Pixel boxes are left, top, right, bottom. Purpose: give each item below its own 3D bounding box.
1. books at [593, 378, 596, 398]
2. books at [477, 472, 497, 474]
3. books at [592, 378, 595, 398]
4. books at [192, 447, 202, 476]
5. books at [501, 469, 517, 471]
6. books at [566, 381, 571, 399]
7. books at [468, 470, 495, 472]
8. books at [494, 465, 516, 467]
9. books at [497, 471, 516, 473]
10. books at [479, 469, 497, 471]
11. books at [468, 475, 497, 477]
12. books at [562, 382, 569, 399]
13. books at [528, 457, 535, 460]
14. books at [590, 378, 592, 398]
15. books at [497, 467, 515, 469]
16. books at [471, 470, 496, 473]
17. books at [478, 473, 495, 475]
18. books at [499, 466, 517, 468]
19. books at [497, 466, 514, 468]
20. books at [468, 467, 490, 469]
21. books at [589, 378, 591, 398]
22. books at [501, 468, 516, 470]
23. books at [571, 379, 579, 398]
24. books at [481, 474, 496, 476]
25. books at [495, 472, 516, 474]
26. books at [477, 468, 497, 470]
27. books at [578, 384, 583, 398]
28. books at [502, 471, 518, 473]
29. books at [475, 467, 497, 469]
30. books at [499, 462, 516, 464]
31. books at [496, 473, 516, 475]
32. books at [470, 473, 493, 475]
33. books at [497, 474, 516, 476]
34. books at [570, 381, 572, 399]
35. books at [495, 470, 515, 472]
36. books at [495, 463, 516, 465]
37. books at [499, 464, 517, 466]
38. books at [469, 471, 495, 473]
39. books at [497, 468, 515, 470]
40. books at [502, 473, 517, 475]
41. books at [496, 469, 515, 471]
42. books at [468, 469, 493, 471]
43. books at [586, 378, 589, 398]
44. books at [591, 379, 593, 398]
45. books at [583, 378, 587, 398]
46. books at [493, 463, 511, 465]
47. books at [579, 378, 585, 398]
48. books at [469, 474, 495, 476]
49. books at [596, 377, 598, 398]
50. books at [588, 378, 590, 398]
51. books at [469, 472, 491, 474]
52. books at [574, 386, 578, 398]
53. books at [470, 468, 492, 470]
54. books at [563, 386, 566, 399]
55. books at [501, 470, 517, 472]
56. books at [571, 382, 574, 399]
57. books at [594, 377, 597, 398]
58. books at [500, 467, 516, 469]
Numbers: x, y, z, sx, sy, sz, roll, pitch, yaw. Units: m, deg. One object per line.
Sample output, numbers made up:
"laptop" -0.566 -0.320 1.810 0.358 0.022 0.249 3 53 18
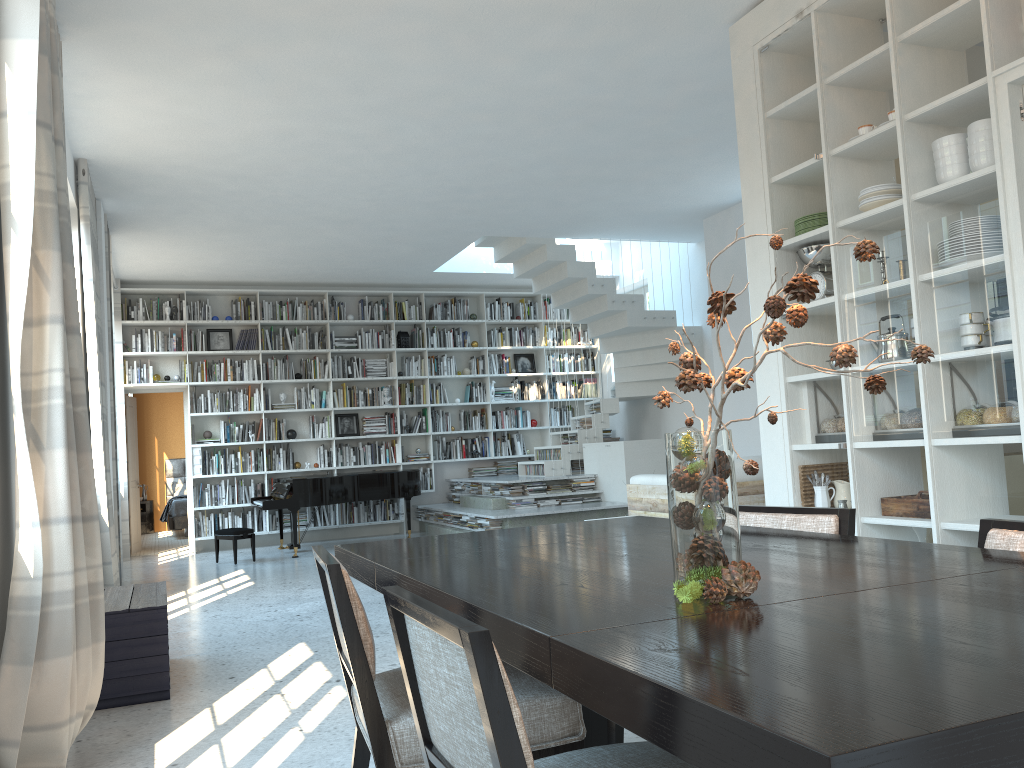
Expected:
"books" 1.138 0.062 12.621 0.018 0.293 0.169 -2 -4 -22
"books" -0.399 1.200 11.927 0.345 0.007 0.193 -2 -5 -24
"books" 1.123 0.062 12.610 0.018 0.293 0.169 -2 -4 -22
"books" -3.760 0.923 10.564 0.106 0.340 0.307 -2 -4 -22
"books" -0.087 1.172 12.048 0.254 0.007 0.161 -1 -5 -26
"books" 0.769 0.092 12.482 0.029 0.259 0.171 -2 -4 -22
"books" -0.397 1.169 11.927 0.345 0.007 0.193 -2 -5 -25
"books" -0.095 1.115 12.057 0.254 0.005 0.161 -2 -5 -23
"books" -0.084 1.193 12.045 0.285 0.007 0.159 -2 -4 -17
"books" -0.398 1.162 11.931 0.345 0.007 0.193 -2 -4 -20
"books" -0.396 1.237 11.919 0.345 0.007 0.193 -2 -4 -18
"books" 0.749 0.097 12.462 0.022 0.247 0.181 -2 -4 -22
"books" 0.370 1.020 12.206 0.204 0.035 0.267 -2 -4 -21
"books" 1.089 0.063 12.597 0.018 0.293 0.169 -2 -4 -22
"books" -0.091 1.139 12.057 0.285 0.007 0.159 -2 -4 -21
"books" -0.395 1.176 11.922 0.308 0.008 0.195 -2 -4 -17
"books" -0.397 1.214 11.921 0.308 0.008 0.195 -2 -4 -18
"books" -0.093 1.132 12.060 0.285 0.007 0.159 -2 -5 -22
"books" -0.095 1.126 12.058 0.254 0.005 0.161 -2 -5 -22
"books" -0.401 1.125 11.933 0.345 0.007 0.193 -2 -4 -20
"books" 1.070 0.064 12.594 0.018 0.293 0.169 -2 -4 -22
"books" -0.090 1.159 12.055 0.254 0.007 0.161 -2 -4 -21
"books" 0.885 0.079 12.530 0.026 0.277 0.170 -2 -4 -22
"books" -0.396 1.229 11.920 0.308 0.008 0.195 -1 -5 -26
"books" -0.088 1.207 12.052 0.254 0.007 0.161 -2 -4 -21
"books" -0.399 1.147 11.931 0.345 0.007 0.193 -2 -4 -20
"books" 0.945 0.110 12.539 0.088 0.217 0.167 -2 -4 -22
"books" -0.086 1.200 12.046 0.285 0.007 0.159 -1 -5 -26
"books" -0.400 1.132 11.932 0.345 0.007 0.193 -2 -5 -24
"books" -0.092 1.076 12.052 0.254 0.005 0.161 -1 -5 -27
"books" -0.085 1.220 12.045 0.254 0.007 0.161 -2 -4 -18
"books" -0.400 1.207 11.926 0.308 0.008 0.195 -2 -4 -20
"books" -0.085 1.234 12.046 0.254 0.007 0.161 -2 -4 -19
"books" 0.807 0.093 12.505 0.012 0.254 0.161 -2 -4 -22
"books" -0.087 1.179 12.052 0.285 0.007 0.159 -2 -4 -20
"books" -0.092 1.087 12.054 0.254 0.005 0.161 -2 -4 -18
"books" -0.096 1.104 12.058 0.285 0.005 0.159 -2 -5 -23
"books" -0.402 1.185 11.933 0.308 0.008 0.195 -2 -5 -22
"books" -0.087 1.152 12.047 0.285 0.007 0.159 -1 -5 -27
"books" -0.088 1.228 12.053 0.285 0.007 0.159 -2 -5 -22
"books" -0.087 1.165 12.048 0.285 0.007 0.159 -1 -5 -26
"books" -0.396 1.154 11.923 0.345 0.007 0.193 -1 -5 -27
"books" 1.042 0.064 12.568 0.018 0.293 0.169 -2 -4 -22
"books" 1.104 0.063 12.608 0.018 0.293 0.169 -2 -4 -22
"books" 1.014 0.066 12.572 0.033 0.294 0.169 -2 -4 -22
"books" -0.093 1.082 12.056 0.285 0.005 0.159 -2 -5 -25
"books" 0.979 0.069 12.558 0.072 0.291 0.169 -2 -4 -22
"books" -0.396 1.221 11.917 0.345 0.007 0.193 -2 -4 -17
"books" 1.172 0.061 12.635 0.018 0.293 0.169 -2 -4 -22
"books" 1.053 0.064 12.588 0.018 0.293 0.169 -2 -4 -22
"books" -0.396 1.192 11.920 0.308 0.008 0.195 -1 -5 -27
"books" 0.875 0.125 12.492 0.024 0.181 0.191 -2 -4 -22
"books" -0.400 1.140 11.932 0.308 0.008 0.195 -2 -4 -20
"books" 0.705 0.127 12.437 0.023 0.189 0.169 -2 -4 -22
"books" -0.085 1.186 12.048 0.254 0.007 0.161 -1 -5 -26
"books" 0.823 0.096 12.515 0.025 0.248 0.134 -2 -4 -22
"books" 1.159 0.060 12.618 0.018 0.293 0.169 -2 -4 -22
"books" -0.091 1.146 12.056 0.254 0.007 0.161 -2 -4 -21
